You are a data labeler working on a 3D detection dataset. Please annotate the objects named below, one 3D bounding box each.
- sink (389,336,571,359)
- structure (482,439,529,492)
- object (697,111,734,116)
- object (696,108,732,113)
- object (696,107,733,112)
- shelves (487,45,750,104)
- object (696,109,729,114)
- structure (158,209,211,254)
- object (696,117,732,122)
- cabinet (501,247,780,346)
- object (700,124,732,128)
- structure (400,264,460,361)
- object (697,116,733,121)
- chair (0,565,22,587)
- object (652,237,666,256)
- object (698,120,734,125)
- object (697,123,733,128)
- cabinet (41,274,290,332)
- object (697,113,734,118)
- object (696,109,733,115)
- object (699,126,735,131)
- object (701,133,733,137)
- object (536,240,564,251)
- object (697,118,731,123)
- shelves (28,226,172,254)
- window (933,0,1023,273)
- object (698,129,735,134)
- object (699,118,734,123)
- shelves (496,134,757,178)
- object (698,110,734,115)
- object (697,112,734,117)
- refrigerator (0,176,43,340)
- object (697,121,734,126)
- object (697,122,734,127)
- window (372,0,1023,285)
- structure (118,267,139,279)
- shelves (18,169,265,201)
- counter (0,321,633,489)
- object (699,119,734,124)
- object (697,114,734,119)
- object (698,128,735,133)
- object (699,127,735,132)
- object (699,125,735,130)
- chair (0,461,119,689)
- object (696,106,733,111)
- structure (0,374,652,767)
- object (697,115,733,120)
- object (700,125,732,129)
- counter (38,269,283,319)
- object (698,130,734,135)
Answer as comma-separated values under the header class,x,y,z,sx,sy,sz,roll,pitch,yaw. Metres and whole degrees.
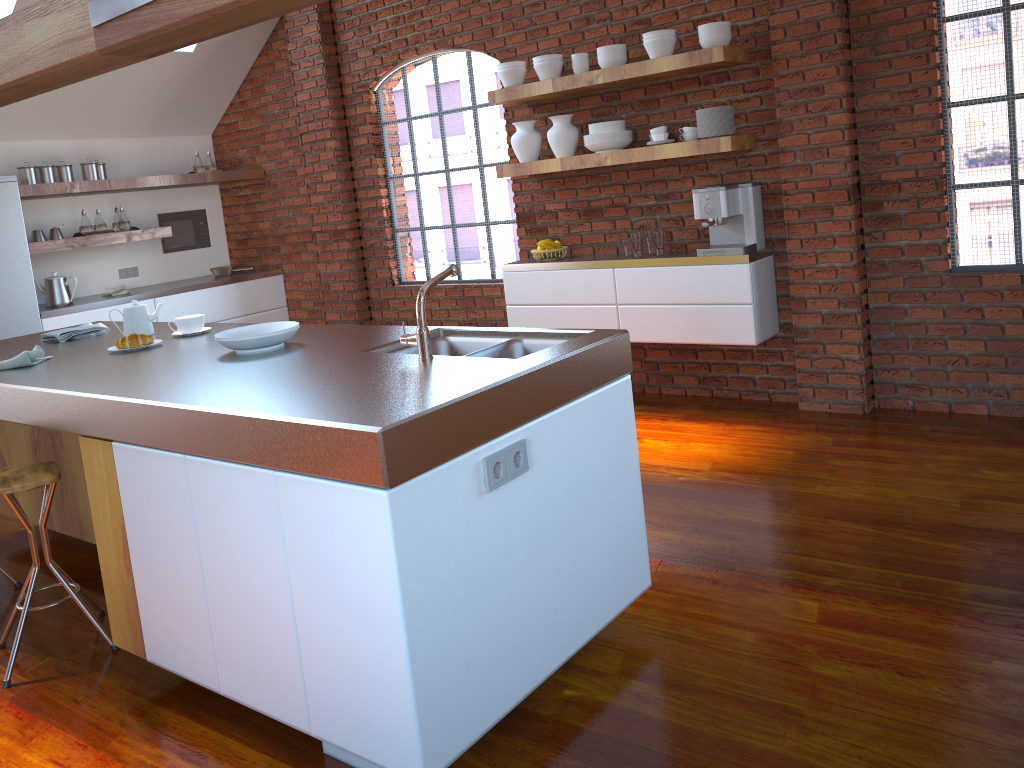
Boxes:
class,x,y,z,sx,sy,sz,roll,pitch,yaw
sink,-0.093,-0.008,2.694,0.613,0.196,0.416,3,15,37
structure,-0.022,0.194,2.128,0.032,0.079,0.163,-1,12,38
object,1.073,-1.423,4.655,0.197,0.013,0.196,-15,15,-34
object,1.071,-1.441,4.654,0.197,0.013,0.196,-15,15,-34
object,1.070,-1.445,4.653,0.197,0.013,0.196,-15,15,-34
shelves,0.560,-1.748,5.034,1.536,0.075,0.343,4,16,38
object,1.072,-1.436,4.654,0.197,0.013,0.196,-15,15,-34
structure,-2.771,-1.298,7.461,0.013,0.330,0.465,-2,11,38
object,1.076,-1.396,4.658,0.197,0.013,0.196,-15,15,-34
cabinet,0.701,-0.514,5.163,1.623,0.468,0.343,3,13,38
object,1.080,-1.360,4.662,0.197,0.013,0.196,-15,15,-34
structure,-0.231,-0.213,2.548,0.099,0.245,0.204,-1,10,38
object,1.076,-1.400,4.658,0.197,0.013,0.196,-15,15,-34
chair,-2.214,0.472,3.408,0.337,0.741,0.344,-2,9,33
object,0.828,-0.769,4.936,0.078,0.102,0.078,-13,11,-39
object,1.078,-1.378,4.660,0.197,0.013,0.196,-15,15,-34
object,1.080,-1.364,4.662,0.197,0.013,0.196,-15,15,-34
cabinet,-2.752,-0.295,6.859,0.711,0.805,2.020,1,14,38
object,1.074,-1.414,4.656,0.197,0.013,0.196,-15,15,-34
object,1.072,-1.432,4.654,0.197,0.013,0.196,-15,15,-34
object,1.082,-1.346,4.663,0.197,0.013,0.196,-15,15,-34
object,1.085,-1.314,4.667,0.197,0.013,0.196,-15,15,-34
object,0.239,-0.850,5.417,0.184,0.084,0.067,-9,9,-14
object,1.077,-1.391,4.659,0.197,0.013,0.196,-15,15,-34
shelves,-3.148,-1.039,6.426,0.655,0.075,1.085,3,16,37
window,2.553,-1.316,3.864,1.268,1.648,0.085,0,9,38
object,1.083,-1.332,4.665,0.197,0.013,0.196,-15,15,-34
object,1.077,-1.387,4.659,0.197,0.013,0.196,-15,15,-34
shelves,0.610,-1.306,5.080,1.536,0.075,0.343,4,16,38
object,1.073,-1.428,4.655,0.197,0.013,0.196,-15,15,-34
object,1.074,-1.418,4.656,0.197,0.013,0.196,-15,15,-34
refrigerator,-3.655,-0.398,5.652,0.781,1.749,0.927,-1,9,38
object,1.079,-1.373,4.661,0.197,0.013,0.196,-15,15,-34
object,1.079,-1.369,4.661,0.197,0.013,0.196,-15,15,-34
window,3.552,-1.698,5.993,17.391,9.779,3.693,0,9,28
structure,-3.079,-0.891,7.055,0.032,0.079,0.163,-1,12,38
shelves,-2.916,-1.525,6.744,0.655,0.075,2.014,3,16,37
counter,-1.194,-0.052,3.155,3.144,0.128,1.043,4,16,38
object,1.078,-1.382,4.660,0.197,0.013,0.196,-15,15,-34
object,1.075,-1.409,4.657,0.197,0.013,0.196,-15,15,-34
object,1.083,-1.337,4.664,0.197,0.013,0.196,-15,15,-34
object,1.082,-1.341,4.664,0.197,0.013,0.196,-15,15,-34
object,1.081,-1.351,4.663,0.197,0.013,0.196,-15,15,-34
chair,-1.558,0.515,2.897,0.342,0.741,0.340,-11,8,-31
object,1.070,-1.450,4.653,0.197,0.013,0.196,-15,15,-34
structure,-1.139,0.390,3.209,3.121,0.754,1.042,3,14,38
object,1.075,-1.404,4.657,0.197,0.013,0.196,-15,15,-34
object,1.081,-1.355,4.662,0.197,0.013,0.196,-15,15,-34
counter,-2.799,-0.717,6.814,0.715,0.044,2.020,3,16,37
object,1.084,-1.328,4.665,0.197,0.013,0.196,-15,15,-34
